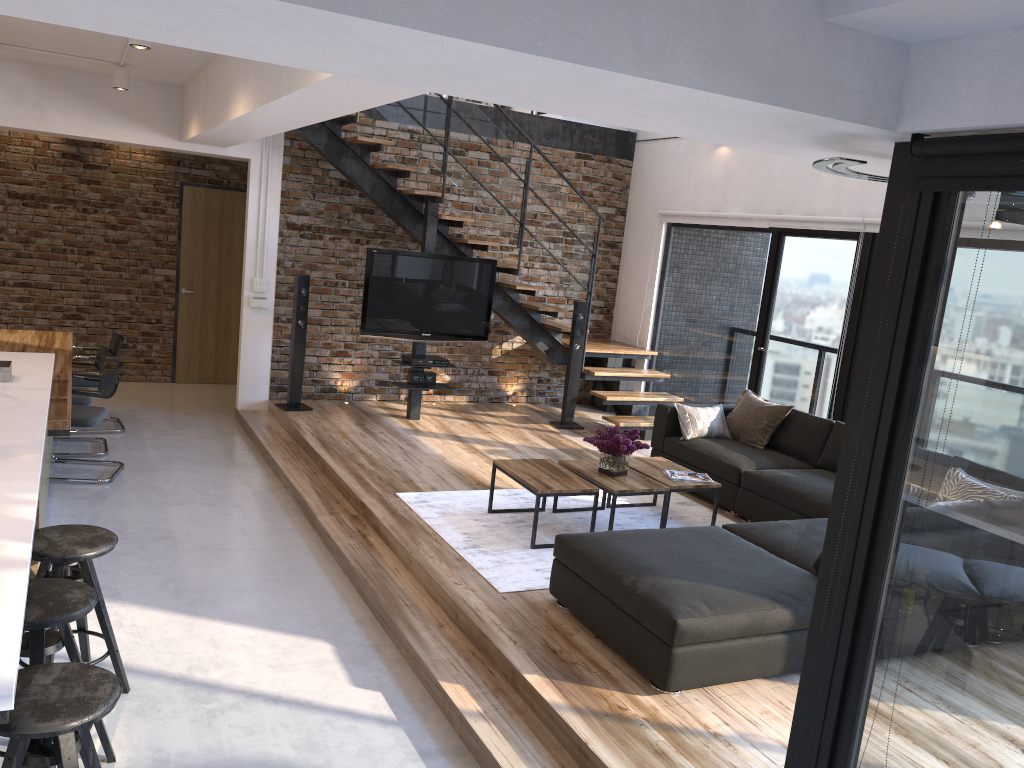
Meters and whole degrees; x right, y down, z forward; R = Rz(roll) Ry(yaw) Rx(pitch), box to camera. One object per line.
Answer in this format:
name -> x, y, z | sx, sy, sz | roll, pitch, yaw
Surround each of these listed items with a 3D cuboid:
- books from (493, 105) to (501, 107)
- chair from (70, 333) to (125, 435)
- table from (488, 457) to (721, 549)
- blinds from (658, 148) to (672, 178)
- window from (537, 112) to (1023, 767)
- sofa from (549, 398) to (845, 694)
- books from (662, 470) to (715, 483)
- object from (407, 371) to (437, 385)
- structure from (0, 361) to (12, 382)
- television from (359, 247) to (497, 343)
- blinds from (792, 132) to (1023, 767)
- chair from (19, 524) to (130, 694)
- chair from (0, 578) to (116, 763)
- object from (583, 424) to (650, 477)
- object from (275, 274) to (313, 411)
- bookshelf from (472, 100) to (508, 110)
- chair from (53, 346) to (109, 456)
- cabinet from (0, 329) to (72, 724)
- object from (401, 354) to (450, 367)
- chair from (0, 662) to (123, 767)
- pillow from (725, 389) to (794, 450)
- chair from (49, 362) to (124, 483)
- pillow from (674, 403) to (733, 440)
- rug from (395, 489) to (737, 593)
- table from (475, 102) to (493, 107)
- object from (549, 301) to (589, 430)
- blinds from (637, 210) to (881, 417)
books -> -0.241, -3.793, 12.120 | 0.177, 0.043, 0.118 | 7, 9, 3
chair -> -3.505, -0.017, 7.343 | 0.540, 0.770, 0.518 | 0, 12, -31
table -> 0.583, 0.726, 5.563 | 1.298, 0.351, 0.695 | 1, 11, -26
blinds -> 0.944, -3.501, 8.011 | 10.184, 2.983, 1.994 | 14, 13, 41
window -> 1.107, -1.744, 5.984 | 5.664, 5.582, 13.361 | 1, 11, -26
sofa -> 1.315, 0.652, 5.431 | 2.999, 0.702, 3.035 | 1, 11, -26
books -> 1.119, 0.588, 5.627 | 0.295, 0.013, 0.228 | 5, 9, -6
object -> -0.811, -0.054, 7.970 | 0.247, 0.112, 0.088 | 1, 11, -26
structure -> -2.638, -0.397, 4.488 | 0.392, 0.815, 0.506 | 8, 10, 12
television -> -0.739, -0.757, 7.812 | 1.207, 0.785, 0.135 | 1, 11, -26
blinds -> 1.643, 0.573, 1.987 | 1.827, 2.057, 3.853 | 9, 10, 17
chair -> -1.733, 0.895, 3.446 | 0.366, 0.632, 0.366 | 14, 13, 37
chair -> -1.570, 0.998, 2.933 | 0.365, 0.632, 0.365 | 9, 11, 18
object -> 0.646, 0.391, 5.495 | 0.375, 0.344, 0.341 | 2, 11, -25
object -> -1.915, -0.371, 7.943 | 0.271, 1.209, 0.270 | -1, 13, -36
bookshelf -> -1.266, -4.458, 11.500 | 2.717, 2.287, 0.306 | 1, 11, -26
chair -> -3.322, 0.116, 6.660 | 0.540, 0.770, 0.518 | 1, 11, -26
cabinet -> -3.471, -0.566, 4.230 | 2.474, 2.879, 9.090 | 1, 11, -26
object -> -0.764, -0.208, 7.867 | 0.360, 0.058, 0.274 | 1, 11, -26
chair -> -1.259, 1.120, 2.404 | 0.367, 0.632, 0.365 | 4, 10, -12
pillow -> 1.861, 0.270, 6.867 | 0.265, 0.383, 0.608 | 1, 11, -26
chair -> -2.987, 0.243, 6.115 | 0.540, 0.770, 0.518 | 4, 10, -12
pillow -> 1.487, 0.298, 6.861 | 0.498, 0.266, 0.211 | 2, 11, -26
rug -> 0.533, 0.898, 5.573 | 2.113, 0.003, 1.632 | 1, 10, -26
table -> -0.675, -3.202, 9.427 | 1.860, 0.637, 0.741 | 1, 11, -26
object -> 0.590, -0.181, 8.432 | 0.271, 1.209, 0.270 | 2, 11, -21
blinds -> 2.528, -0.237, 6.787 | 0.096, 2.049, 5.354 | 1, 11, -26
